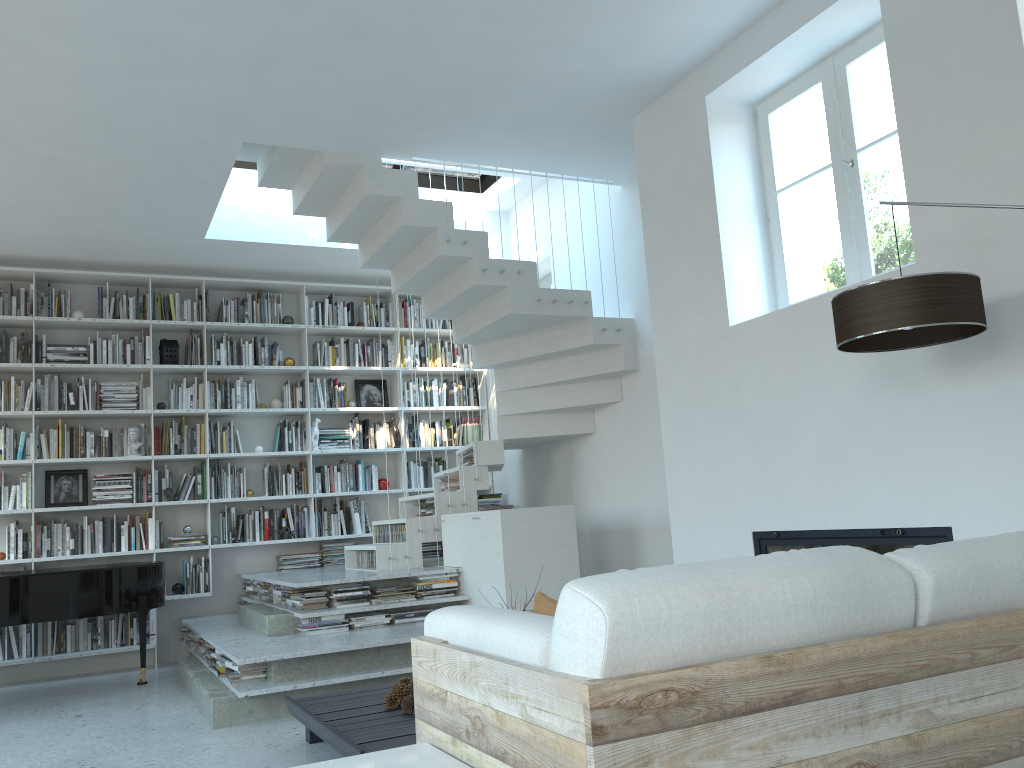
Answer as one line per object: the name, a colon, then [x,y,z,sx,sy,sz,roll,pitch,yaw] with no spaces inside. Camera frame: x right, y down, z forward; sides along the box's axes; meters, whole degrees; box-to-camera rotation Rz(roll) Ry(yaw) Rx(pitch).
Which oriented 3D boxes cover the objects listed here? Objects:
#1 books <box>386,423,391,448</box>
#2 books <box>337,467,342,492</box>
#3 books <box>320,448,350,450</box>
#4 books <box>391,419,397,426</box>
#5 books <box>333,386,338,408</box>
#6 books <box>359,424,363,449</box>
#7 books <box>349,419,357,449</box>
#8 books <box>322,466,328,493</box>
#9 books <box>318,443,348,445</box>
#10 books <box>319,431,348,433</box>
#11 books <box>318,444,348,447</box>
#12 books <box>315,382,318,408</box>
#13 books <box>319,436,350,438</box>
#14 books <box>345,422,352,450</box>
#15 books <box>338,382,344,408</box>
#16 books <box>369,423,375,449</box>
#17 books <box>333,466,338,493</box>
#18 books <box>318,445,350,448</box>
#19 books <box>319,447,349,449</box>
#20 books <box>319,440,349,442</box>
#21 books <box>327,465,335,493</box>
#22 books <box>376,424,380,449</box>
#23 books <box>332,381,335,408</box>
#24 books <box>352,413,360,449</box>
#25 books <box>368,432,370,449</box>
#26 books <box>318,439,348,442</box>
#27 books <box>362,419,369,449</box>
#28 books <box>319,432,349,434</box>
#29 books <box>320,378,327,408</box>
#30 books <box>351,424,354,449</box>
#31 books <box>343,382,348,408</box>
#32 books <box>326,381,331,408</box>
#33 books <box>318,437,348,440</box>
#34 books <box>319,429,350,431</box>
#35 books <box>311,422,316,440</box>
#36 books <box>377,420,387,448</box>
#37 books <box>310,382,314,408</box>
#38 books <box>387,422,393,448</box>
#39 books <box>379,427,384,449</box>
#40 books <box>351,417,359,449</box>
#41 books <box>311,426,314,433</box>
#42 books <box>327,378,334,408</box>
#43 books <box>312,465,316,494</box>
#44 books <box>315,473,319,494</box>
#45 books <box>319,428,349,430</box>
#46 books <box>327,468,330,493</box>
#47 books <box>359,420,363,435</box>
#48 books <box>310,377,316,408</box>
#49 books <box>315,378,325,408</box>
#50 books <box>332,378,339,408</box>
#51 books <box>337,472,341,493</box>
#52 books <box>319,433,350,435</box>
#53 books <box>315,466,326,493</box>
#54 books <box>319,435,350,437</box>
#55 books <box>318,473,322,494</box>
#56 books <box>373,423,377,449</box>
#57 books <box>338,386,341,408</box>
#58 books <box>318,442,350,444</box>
books: [-1.155,0.487,8.100,0.041,0.239,0.177,0,-9,-26]
books: [-1.537,0.856,7.860,0.012,0.229,0.179,0,-9,-26]
books: [-1.599,0.589,7.878,0.285,0.012,0.160,-1,-9,-22]
books: [-1.071,0.471,8.177,0.029,0.283,0.139,0,-9,-26]
books: [-1.595,0.138,7.939,0.013,0.206,0.190,0,-9,-26]
books: [-1.385,0.489,7.989,0.030,0.236,0.179,0,-9,-26]
books: [-1.433,0.468,7.991,0.012,0.284,0.160,0,-9,-26]
books: [-1.652,0.848,7.811,0.024,0.246,0.143,0,-9,-26]
books: [-1.605,0.542,7.889,0.254,0.012,0.161,0,-9,-24]
books: [-1.609,0.434,7.905,0.254,0.012,0.161,0,-9,-24]
books: [-1.602,0.553,7.884,0.254,0.012,0.161,-1,-9,-22]
books: [-1.753,0.120,7.881,0.011,0.247,0.156,0,-9,-26]
books: [-1.605,0.481,7.897,0.285,0.012,0.160,1,-10,-29]
books: [-1.466,0.481,7.961,0.012,0.253,0.161,0,-9,-26]
books: [-1.545,0.118,7.983,0.021,0.253,0.167,0,-9,-26]
books: [-1.288,0.488,8.048,0.031,0.242,0.147,0,-9,-26]
books: [-1.580,0.851,7.843,0.026,0.239,0.177,0,-9,-26]
books: [-1.600,0.564,7.879,0.285,0.012,0.160,-1,-9,-21]
books: [-1.600,0.577,7.880,0.254,0.012,0.161,1,-10,-30]
books: [-1.602,0.517,7.887,0.254,0.012,0.161,1,-10,-31]
books: [-1.605,0.845,7.814,0.045,0.246,0.186,0,-9,-26]
books: [-1.240,0.494,8.089,0.028,0.235,0.129,0,-9,-26]
books: [-1.623,0.113,7.959,0.020,0.266,0.152,0,-9,-26]
books: [-1.403,0.437,7.980,0.010,0.338,0.180,0,-9,-26]
books: [-1.317,0.473,8.060,0.010,0.277,0.129,0,-9,-26]
books: [-1.608,0.506,7.898,0.254,0.012,0.161,0,-9,-26]
books: [-1.336,0.467,8.021,0.059,0.281,0.167,0,-9,-26]
books: [-1.608,0.446,7.904,0.285,0.012,0.160,0,-9,-24]
books: [-1.688,0.104,7.930,0.012,0.284,0.160,0,-9,-26]
books: [-1.458,0.488,7.984,0.023,0.246,0.138,0,-9,-26]
books: [-1.519,0.121,7.984,0.026,0.243,0.178,0,-9,-26]
books: [-1.666,0.114,7.950,0.043,0.268,0.131,0,-9,-26]
books: [-1.602,0.492,7.891,0.254,0.012,0.161,-1,-9,-21]
books: [-1.610,0.422,7.907,0.285,0.012,0.160,0,-10,-28]
books: [-1.759,0.476,7.832,0.028,0.267,0.138,0,-9,-26]
books: [-1.183,0.471,8.086,0.021,0.270,0.192,0,-9,-26]
books: [-1.795,0.121,7.886,0.030,0.253,0.128,0,-9,-26]
books: [-1.132,0.482,8.128,0.024,0.254,0.145,0,-9,-26]
books: [-1.212,0.504,8.093,0.025,0.212,0.155,0,-9,-26]
books: [-1.412,0.456,7.974,0.011,0.299,0.184,0,-9,-26]
books: [-1.769,0.494,7.790,0.027,0.221,0.184,0,-9,-26]
books: [-1.632,0.101,7.942,0.012,0.287,0.177,0,-9,-26]
books: [-1.746,0.845,7.772,0.012,0.253,0.161,0,-9,-26]
books: [-1.724,0.876,7.765,0.023,0.186,0.160,0,-9,-26]
books: [-1.611,0.410,7.909,0.285,0.012,0.160,0,-9,-24]
books: [-1.630,0.857,7.806,0.011,0.222,0.163,0,-9,-26]
books: [-1.374,0.470,8.017,0.013,0.280,0.131,0,-9,-26]
books: [-1.771,0.096,7.887,0.015,0.300,0.140,0,-9,-26]
books: [-1.723,0.101,7.906,0.065,0.288,0.146,0,-9,-26]
books: [-1.590,0.102,7.960,0.014,0.284,0.176,0,-9,-26]
books: [-1.549,0.878,7.840,0.027,0.181,0.186,0,-9,-26]
books: [-1.604,0.457,7.896,0.285,0.012,0.160,1,-10,-31]
books: [-1.680,0.847,7.785,0.047,0.243,0.177,0,-9,-26]
books: [-1.607,0.470,7.901,0.285,0.012,0.160,0,-9,-24]
books: [-1.703,0.877,7.772,0.022,0.183,0.163,0,-9,-26]
books: [-1.268,0.487,8.079,0.031,0.249,0.133,0,-9,-26]
books: [-1.568,0.138,7.969,0.033,0.212,0.153,0,-9,-26]
books: [-1.604,0.530,7.891,0.285,0.012,0.160,0,-10,-28]
